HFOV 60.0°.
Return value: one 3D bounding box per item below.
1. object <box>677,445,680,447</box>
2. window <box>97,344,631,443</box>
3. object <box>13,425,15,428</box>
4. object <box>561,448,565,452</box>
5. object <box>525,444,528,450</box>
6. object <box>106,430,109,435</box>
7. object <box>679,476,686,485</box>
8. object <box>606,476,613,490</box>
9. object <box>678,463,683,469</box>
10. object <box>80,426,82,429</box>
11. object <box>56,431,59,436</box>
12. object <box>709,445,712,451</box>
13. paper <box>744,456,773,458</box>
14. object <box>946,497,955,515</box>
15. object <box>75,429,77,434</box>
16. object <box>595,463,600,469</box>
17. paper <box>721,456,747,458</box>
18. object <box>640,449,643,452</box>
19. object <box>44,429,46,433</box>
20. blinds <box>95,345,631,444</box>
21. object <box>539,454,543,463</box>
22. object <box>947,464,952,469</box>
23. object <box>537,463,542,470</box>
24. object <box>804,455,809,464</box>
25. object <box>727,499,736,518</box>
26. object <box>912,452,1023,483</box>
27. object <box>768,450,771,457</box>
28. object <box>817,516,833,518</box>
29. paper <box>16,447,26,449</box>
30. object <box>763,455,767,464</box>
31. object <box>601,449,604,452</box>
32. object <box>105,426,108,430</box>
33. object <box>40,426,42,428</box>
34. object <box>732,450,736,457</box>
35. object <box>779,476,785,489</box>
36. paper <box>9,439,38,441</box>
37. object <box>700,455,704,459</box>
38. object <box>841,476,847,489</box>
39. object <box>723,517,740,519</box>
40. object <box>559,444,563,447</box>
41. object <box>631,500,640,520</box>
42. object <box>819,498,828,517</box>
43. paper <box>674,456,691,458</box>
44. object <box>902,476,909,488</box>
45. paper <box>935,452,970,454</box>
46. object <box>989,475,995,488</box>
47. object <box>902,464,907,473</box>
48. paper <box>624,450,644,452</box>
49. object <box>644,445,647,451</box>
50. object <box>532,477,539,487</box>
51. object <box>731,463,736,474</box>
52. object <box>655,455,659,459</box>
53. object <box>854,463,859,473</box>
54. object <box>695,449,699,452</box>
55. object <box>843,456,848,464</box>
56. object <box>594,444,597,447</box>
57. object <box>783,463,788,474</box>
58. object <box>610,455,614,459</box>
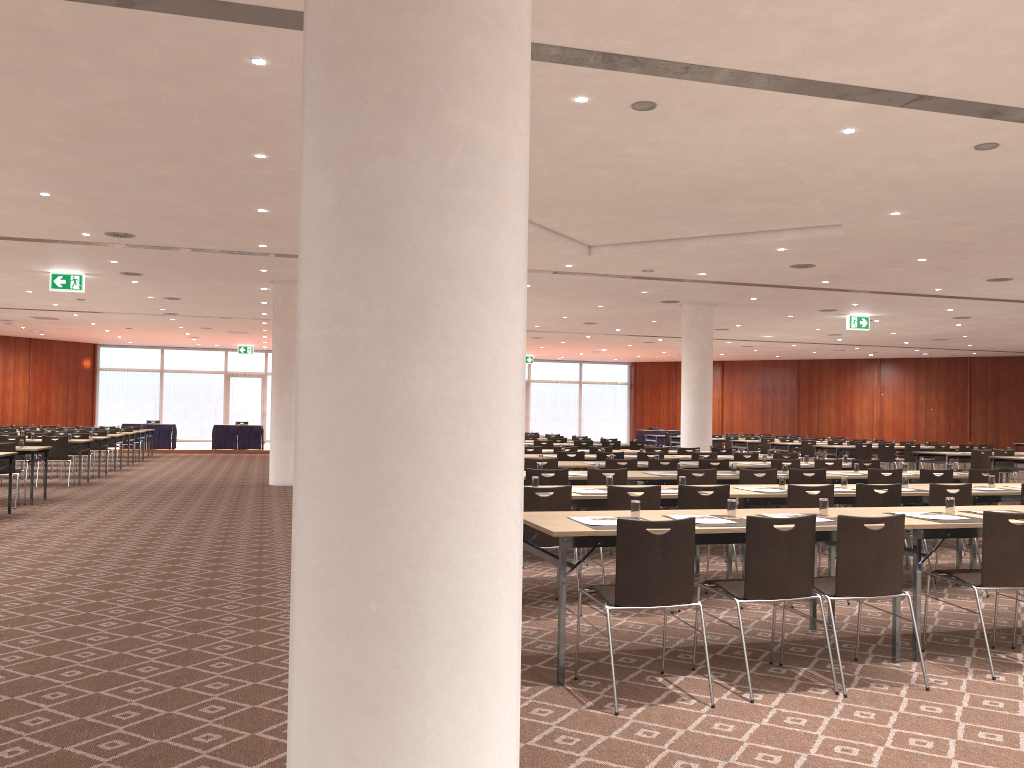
[{"bbox_3d":[3.064,1.180,16.331,0.054,0.114,0.054,0,-2,18],"label":"object"},{"bbox_3d":[-5.539,0.638,38.359,22.963,3.871,0.217,2,-2,-15],"label":"window"},{"bbox_3d":[-13.315,1.164,23.719,0.054,0.114,0.054,0,-2,41],"label":"object"},{"bbox_3d":[0.786,1.047,13.623,0.054,0.114,0.054,0,-2,18],"label":"object"},{"bbox_3d":[0.251,1.106,15.547,0.054,0.114,0.054,2,-2,-27],"label":"object"},{"bbox_3d":[-9.421,1.122,20.647,0.054,0.114,0.054,2,-2,-27],"label":"object"},{"bbox_3d":[1.454,0.846,7.572,0.054,0.114,0.054,0,-2,18],"label":"object"},{"bbox_3d":[0.815,0.829,7.409,0.054,0.114,0.054,1,-2,-4],"label":"object"},{"bbox_3d":[1.852,0.929,9.753,0.054,0.114,0.054,0,-2,18],"label":"object"},{"bbox_3d":[-11.744,1.206,24.149,0.054,0.114,0.054,2,-2,-27],"label":"object"},{"bbox_3d":[-9.519,1.047,18.555,0.054,0.114,0.054,0,-2,41],"label":"object"},{"bbox_3d":[3.696,1.197,16.501,0.054,0.114,0.054,2,-2,-27],"label":"object"},{"bbox_3d":[4.083,1.189,14.393,0.460,0.003,0.565,1,-2,-15],"label":"paper"},{"bbox_3d":[2.914,0.812,5.898,0.054,0.114,0.054,0,-2,41],"label":"object"},{"bbox_3d":[-10.062,1.105,20.464,0.054,0.114,0.054,2,-2,-27],"label":"object"},{"bbox_3d":[0.913,0.904,9.502,0.054,0.114,0.054,0,-2,41],"label":"object"},{"bbox_3d":[3.484,1.174,14.271,0.460,0.003,0.565,2,-2,-17],"label":"paper"},{"bbox_3d":[2.037,1.080,13.960,0.054,0.114,0.054,0,-2,18],"label":"object"},{"bbox_3d":[-10.688,1.088,20.297,0.054,0.114,0.054,2,-2,-27],"label":"object"},{"bbox_3d":[-5.511,0.659,38.134,22.853,3.815,0.115,2,-2,-15],"label":"blinds"},{"bbox_3d":[0.375,0.963,11.427,0.054,0.114,0.054,0,-2,41],"label":"object"},{"bbox_3d":[5.287,1.021,10.722,0.054,0.114,0.054,0,-2,41],"label":"object"},{"bbox_3d":[0.292,0.888,9.333,0.054,0.114,0.054,0,-2,41],"label":"object"},{"bbox_3d":[4.139,1.063,12.462,0.054,0.114,0.054,0,-2,41],"label":"object"},{"bbox_3d":[1.360,0.771,5.485,0.054,0.114,0.054,0,-2,18],"label":"object"},{"bbox_3d":[9.474,1.829,18.130,2.267,0.833,0.953,2,-2,-15],"label":"object"},{"bbox_3d":[4.231,1.138,14.564,0.054,0.114,0.054,0,-2,18],"label":"object"},{"bbox_3d":[1.998,0.845,5.646,0.102,0.001,0.102,-1,-3,41],"label":"object"},{"bbox_3d":[-7.570,0.954,13.286,0.460,0.003,0.565,2,-2,-18],"label":"paper"},{"bbox_3d":[3.506,1.046,12.302,0.054,0.114,0.054,0,-2,41],"label":"object"},{"bbox_3d":[1.410,1.063,13.791,0.054,0.114,0.054,0,-2,18],"label":"object"},{"bbox_3d":[-11.123,1.222,24.326,0.054,0.114,0.054,2,-2,-27],"label":"object"},{"bbox_3d":[-12.689,1.181,23.900,0.054,0.114,0.054,0,-2,41],"label":"object"},{"bbox_3d":[3.600,1.121,14.389,0.054,0.114,0.054,0,-2,41],"label":"object"},{"bbox_3d":[2.385,0.870,7.826,0.054,0.114,0.054,2,-2,-27],"label":"object"},{"bbox_3d":[-9.126,1.040,16.490,0.460,0.003,0.565,2,-2,-18],"label":"paper"},{"bbox_3d":[2.571,1.021,12.030,0.054,0.114,0.054,0,-2,18],"label":"object"},{"bbox_3d":[3.004,0.888,8.017,0.054,0.114,0.054,2,-2,-27],"label":"object"},{"bbox_3d":[1.356,0.828,5.477,0.102,0.001,0.102,-1,-3,41],"label":"object"},{"bbox_3d":[0.867,1.122,15.713,0.054,0.114,0.054,2,-2,-27],"label":"object"},{"bbox_3d":[0.738,0.754,5.297,0.054,0.114,0.054,0,-2,41],"label":"object"},{"bbox_3d":[1.989,0.788,5.660,0.054,0.114,0.054,0,-2,41],"label":"object"},{"bbox_3d":[2.849,1.156,14.066,0.460,0.003,0.565,2,-2,-16],"label":"paper"},{"bbox_3d":[3.631,0.904,8.187,0.054,0.114,0.054,2,-2,-27],"label":"object"},{"bbox_3d":[8.891,1.390,17.830,0.460,0.003,0.565,1,-2,-14],"label":"paper"},{"bbox_3d":[4.569,0.929,8.443,0.054,0.114,0.054,0,-2,18],"label":"object"},{"bbox_3d":[4.671,1.004,10.542,0.054,0.114,0.054,0,-2,41],"label":"object"},{"bbox_3d":[2.220,1.212,16.048,0.283,0.006,0.398,2,-2,-15],"label":"paper"},{"bbox_3d":[2.434,1.163,16.148,0.054,0.114,0.054,1,-2,-4],"label":"object"},{"bbox_3d":[0.191,0.812,7.221,0.054,0.114,0.054,2,-2,-27],"label":"object"},{"bbox_3d":[2.485,0.946,9.934,0.054,0.114,0.054,0,-2,18],"label":"object"},{"bbox_3d":[1.939,1.004,11.858,0.054,0.114,0.054,2,-2,-27],"label":"object"},{"bbox_3d":[4.030,0.987,10.371,0.054,0.114,0.054,1,-2,-4],"label":"object"},{"bbox_3d":[2.969,1.105,14.220,0.054,0.114,0.054,0,-2,41],"label":"object"},{"bbox_3d":[4.755,1.079,12.644,0.054,0.114,0.054,2,-2,-27],"label":"object"},{"bbox_3d":[1.501,1.138,15.884,0.054,0.114,0.054,2,-2,-27],"label":"object"},{"bbox_3d":[3.111,0.963,10.102,0.054,0.114,0.054,0,-2,18],"label":"object"},{"bbox_3d":[1.315,0.988,11.692,0.054,0.114,0.054,2,-2,-27],"label":"object"}]
